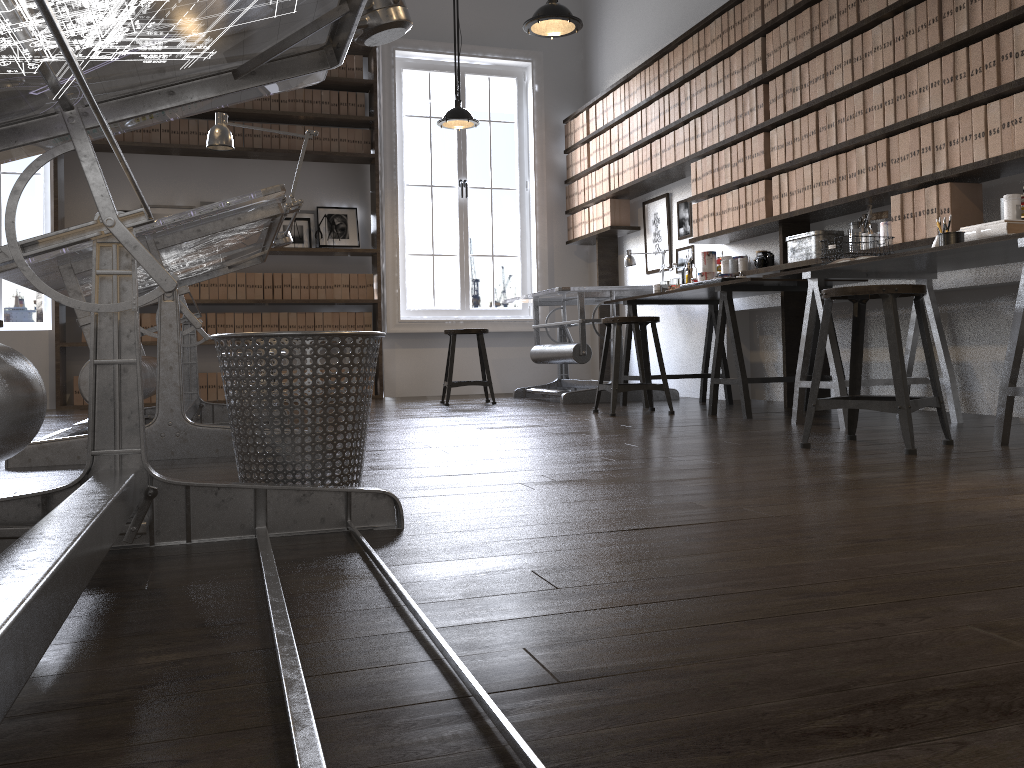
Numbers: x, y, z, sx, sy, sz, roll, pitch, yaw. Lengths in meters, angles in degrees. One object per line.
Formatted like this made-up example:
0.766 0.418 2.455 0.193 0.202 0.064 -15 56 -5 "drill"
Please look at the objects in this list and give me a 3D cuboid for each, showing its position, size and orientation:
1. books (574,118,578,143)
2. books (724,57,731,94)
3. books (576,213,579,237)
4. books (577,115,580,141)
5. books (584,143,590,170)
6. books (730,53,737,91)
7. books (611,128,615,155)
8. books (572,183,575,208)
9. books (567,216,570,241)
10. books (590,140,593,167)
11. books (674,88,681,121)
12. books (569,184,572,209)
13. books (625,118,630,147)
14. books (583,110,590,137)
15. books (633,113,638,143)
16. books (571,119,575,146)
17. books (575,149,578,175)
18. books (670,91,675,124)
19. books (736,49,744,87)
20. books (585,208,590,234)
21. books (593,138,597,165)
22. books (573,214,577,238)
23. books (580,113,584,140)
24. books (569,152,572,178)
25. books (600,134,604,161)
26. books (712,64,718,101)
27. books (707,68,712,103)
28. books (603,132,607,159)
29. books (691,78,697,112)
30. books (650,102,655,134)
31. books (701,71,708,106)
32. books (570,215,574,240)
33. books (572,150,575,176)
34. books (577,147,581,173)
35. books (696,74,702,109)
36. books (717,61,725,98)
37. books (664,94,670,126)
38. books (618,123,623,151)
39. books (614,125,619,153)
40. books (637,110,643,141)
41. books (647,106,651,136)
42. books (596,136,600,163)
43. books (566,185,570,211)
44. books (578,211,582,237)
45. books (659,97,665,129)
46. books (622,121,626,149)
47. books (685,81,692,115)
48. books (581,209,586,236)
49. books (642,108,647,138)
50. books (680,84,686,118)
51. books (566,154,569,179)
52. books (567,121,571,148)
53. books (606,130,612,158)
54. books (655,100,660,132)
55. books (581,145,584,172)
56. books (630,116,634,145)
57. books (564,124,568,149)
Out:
0.639 -2.212 7.751 0.174 0.226 0.066 -1 -1 -18 "books"
1.394 -1.875 5.423 0.174 0.226 0.066 -1 -1 -18 "books"
0.653 -1.383 7.736 0.174 0.226 0.066 -1 -1 -18 "books"
0.658 -2.210 7.684 0.174 0.226 0.066 -1 -1 -18 "books"
0.707 -1.930 7.549 0.174 0.226 0.066 -1 -1 -18 "books"
1.417 -1.874 5.357 0.174 0.226 0.066 -1 -1 -18 "books"
0.879 -1.912 7.019 0.174 0.226 0.066 -1 -1 -18 "books"
0.624 -1.662 7.820 0.174 0.226 0.066 -1 -1 -18 "books"
0.589 -1.388 7.941 0.174 0.226 0.066 -1 -1 -18 "books"
0.746 -1.921 7.420 0.174 0.226 0.066 -1 -1 -18 "books"
1.197 -1.889 6.018 0.174 0.226 0.067 -1 -1 -18 "books"
0.602 -1.664 7.888 0.174 0.226 0.066 -1 -1 -18 "books"
0.959 -1.906 6.750 0.174 0.226 0.067 -1 -1 -18 "books"
0.700 -2.207 7.548 0.174 0.226 0.066 -1 -1 -18 "books"
1.002 -1.903 6.628 0.174 0.226 0.066 -1 -1 -18 "books"
0.614 -2.213 7.817 0.174 0.226 0.066 -1 -1 -18 "books"
0.643 -1.934 7.744 0.174 0.226 0.066 -1 -1 -18 "books"
1.179 -1.891 6.090 0.174 0.226 0.066 -1 -1 -18 "books"
1.432 -1.872 5.288 0.174 0.226 0.067 -1 -1 -18 "books"
0.716 -1.378 7.538 0.174 0.226 0.066 -1 -1 -18 "books"
0.765 -1.919 7.350 0.174 0.226 0.066 -1 -1 -18 "books"
0.635 -1.384 7.799 0.174 0.226 0.066 -1 -1 -18 "books"
0.676 -2.208 7.616 0.174 0.226 0.067 -1 -1 -18 "books"
0.598 -1.937 7.872 0.174 0.226 0.067 -1 -1 -18 "books"
0.811 -1.917 7.222 0.174 0.226 0.066 -1 -1 -18 "books"
1.348 -1.878 5.558 0.174 0.226 0.066 -1 -1 -18 "books"
1.330 -1.880 5.618 0.174 0.226 0.066 -1 -1 -18 "books"
0.833 -1.915 7.161 0.174 0.226 0.066 -1 -1 -18 "books"
1.268 -1.884 5.814 0.174 0.226 0.066 -1 -1 -18 "books"
1.089 -1.897 6.359 0.174 0.226 0.066 -1 -1 -18 "books"
1.305 -1.881 5.680 0.174 0.226 0.067 -1 -1 -18 "books"
0.607 -1.386 7.868 0.174 0.226 0.067 -1 -1 -18 "books"
0.622 -1.935 7.803 0.174 0.226 0.066 -1 -1 -18 "books"
0.659 -1.933 7.679 0.174 0.226 0.067 -1 -1 -18 "books"
1.290 -1.883 5.746 0.174 0.226 0.066 -1 -1 -18 "books"
1.368 -1.877 5.488 0.174 0.226 0.067 -1 -1 -18 "books"
1.154 -1.892 6.162 0.174 0.226 0.066 -1 -1 -18 "books"
0.922 -1.909 6.884 0.174 0.226 0.066 -1 -1 -18 "books"
0.896 -1.910 6.950 0.174 0.226 0.066 -1 -1 -18 "books"
1.022 -1.901 6.558 0.174 0.226 0.067 -1 -1 -18 "books"
1.071 -1.898 6.427 0.174 0.226 0.066 -1 -1 -18 "books"
0.787 -1.918 7.281 0.174 0.226 0.067 -1 -1 -18 "books"
0.575 -1.665 7.950 0.174 0.226 0.067 -1 -1 -18 "books"
0.668 -1.381 7.675 0.174 0.226 0.067 -1 -1 -18 "books"
1.130 -1.893 6.221 0.174 0.226 0.067 -1 -1 -18 "books"
0.944 -1.907 6.816 0.174 0.226 0.066 -1 -1 -18 "books"
1.242 -1.886 5.880 0.174 0.226 0.066 -1 -1 -18 "books"
0.691 -1.380 7.606 0.174 0.226 0.066 -1 -1 -18 "books"
1.048 -1.900 6.493 0.174 0.226 0.066 -1 -1 -18 "books"
1.225 -1.887 5.949 0.174 0.226 0.066 -1 -1 -18 "books"
0.580 -1.939 7.940 0.174 0.226 0.066 -1 -1 -18 "books"
0.588 -2.215 7.884 0.174 0.226 0.066 -1 -1 -18 "books"
0.851 -1.913 7.089 0.174 0.226 0.067 -1 -1 -18 "books"
1.108 -1.895 6.289 0.174 0.226 0.066 -1 -1 -18 "books"
0.685 -1.931 7.617 0.174 0.226 0.066 -1 -1 -18 "books"
0.984 -1.904 6.688 0.174 0.226 0.066 -1 -1 -18 "books"
0.566 -2.216 7.953 0.174 0.226 0.067 -1 -1 -18 "books"
